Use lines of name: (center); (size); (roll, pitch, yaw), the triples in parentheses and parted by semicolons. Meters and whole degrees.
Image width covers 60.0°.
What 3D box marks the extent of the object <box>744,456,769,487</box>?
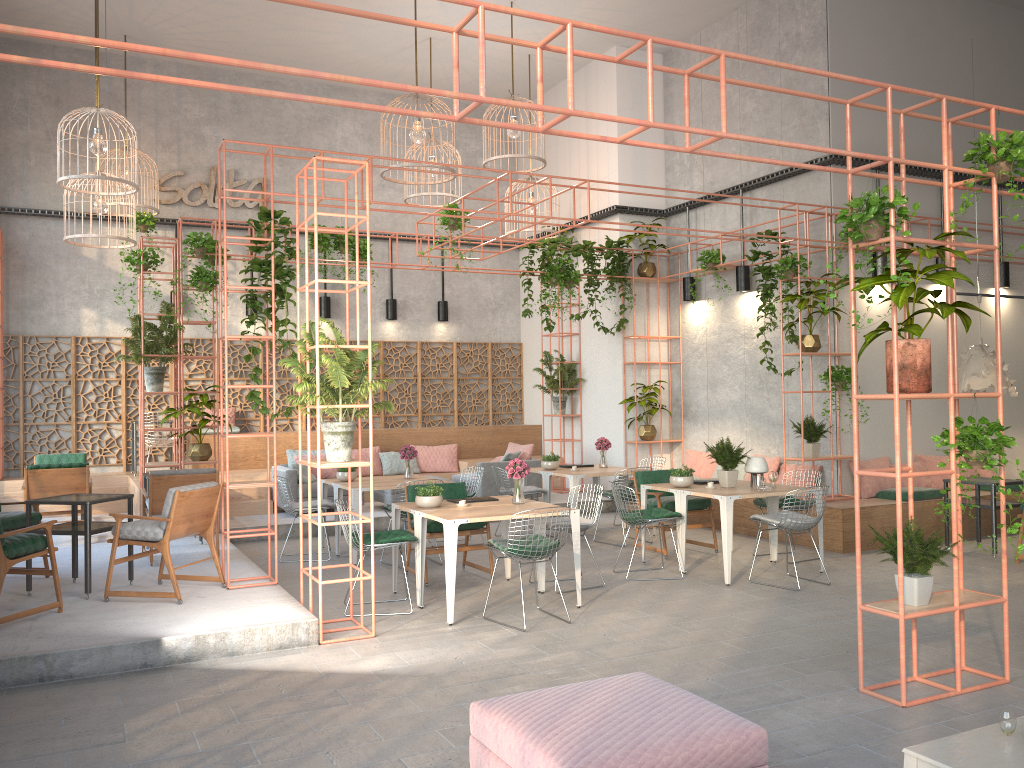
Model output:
object: (2.510, 0.903, 9.103); (0.241, 0.313, 0.241); (-1, -1, 19)

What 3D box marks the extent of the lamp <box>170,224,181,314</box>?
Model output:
lamp: (-5.354, -1.829, 14.136); (0.185, 1.436, 0.185); (-1, -1, 15)

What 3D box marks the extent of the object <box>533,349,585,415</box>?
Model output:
object: (0.784, -0.031, 15.022); (0.900, 1.097, 0.894); (-1, -1, 3)

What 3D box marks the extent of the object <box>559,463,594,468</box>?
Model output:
object: (0.873, 1.116, 12.098); (0.427, 0.031, 0.268); (0, -1, -26)

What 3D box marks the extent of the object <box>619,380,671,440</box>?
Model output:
object: (2.037, 0.408, 13.705); (0.903, 0.919, 0.934); (-2, -1, 35)

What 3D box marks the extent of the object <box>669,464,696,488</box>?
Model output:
object: (1.750, 0.941, 9.147); (0.254, 0.247, 0.248); (0, -1, -26)

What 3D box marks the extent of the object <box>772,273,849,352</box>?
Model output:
object: (3.533, -0.847, 10.584); (0.903, 0.947, 0.934); (-1, -1, 25)

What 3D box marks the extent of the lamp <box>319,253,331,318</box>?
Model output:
lamp: (-3.210, -1.845, 15.191); (0.185, 1.436, 0.185); (-1, -1, 15)

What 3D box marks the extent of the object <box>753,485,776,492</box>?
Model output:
object: (2.458, 1.019, 8.649); (0.218, 0.041, 0.218); (-1, -1, -18)

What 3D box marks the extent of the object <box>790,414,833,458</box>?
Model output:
object: (3.586, 0.622, 10.686); (0.368, 0.527, 0.438); (0, -1, -26)

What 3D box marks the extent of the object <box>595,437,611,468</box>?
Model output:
object: (1.216, 0.915, 11.849); (0.225, 0.414, 0.213); (0, -1, -34)

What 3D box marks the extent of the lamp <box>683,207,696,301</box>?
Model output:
lamp: (2.685, -1.978, 13.478); (0.185, 1.425, 0.179); (0, -1, -26)

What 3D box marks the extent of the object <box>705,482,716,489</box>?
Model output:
object: (2.010, 1.021, 8.976); (0.115, 0.078, 0.115); (-1, -1, -21)

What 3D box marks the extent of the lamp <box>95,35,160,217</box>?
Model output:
lamp: (-5.753, -4.309, 13.241); (0.883, 3.476, 0.883); (-1, -1, 26)

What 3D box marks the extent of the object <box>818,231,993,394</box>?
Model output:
object: (2.304, -0.418, 5.217); (0.924, 0.946, 0.923); (-2, -1, 30)

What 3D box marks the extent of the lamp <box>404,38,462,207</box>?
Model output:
lamp: (-1.225, -4.511, 13.518); (0.883, 3.476, 0.883); (-1, -1, 26)

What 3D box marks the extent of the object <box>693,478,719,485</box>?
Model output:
object: (2.119, 1.050, 9.566); (0.427, 0.031, 0.268); (0, -1, -26)

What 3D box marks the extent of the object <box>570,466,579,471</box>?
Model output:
object: (0.803, 1.085, 11.429); (0.115, 0.078, 0.115); (-1, -1, -21)

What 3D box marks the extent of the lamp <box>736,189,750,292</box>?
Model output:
lamp: (3.218, -2.007, 12.395); (0.185, 1.425, 0.179); (0, -1, -26)

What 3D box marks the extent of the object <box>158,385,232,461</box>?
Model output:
object: (-3.848, 0.477, 10.751); (0.903, 0.923, 0.934); (-2, -1, 30)

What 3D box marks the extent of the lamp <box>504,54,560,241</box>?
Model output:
lamp: (0.299, -4.105, 14.231); (0.883, 3.476, 0.883); (-1, -1, 26)

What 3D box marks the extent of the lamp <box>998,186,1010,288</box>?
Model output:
lamp: (6.872, -2.065, 12.460); (0.179, 1.425, 0.185); (0, -1, -26)

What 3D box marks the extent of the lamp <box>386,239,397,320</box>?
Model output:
lamp: (-2.143, -1.853, 15.716); (0.185, 1.436, 0.185); (-1, -1, 15)

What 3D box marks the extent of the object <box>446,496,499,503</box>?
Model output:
object: (-0.370, 1.093, 8.320); (0.427, 0.031, 0.268); (0, -1, -26)

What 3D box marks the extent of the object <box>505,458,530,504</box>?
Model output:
object: (0.051, 0.877, 8.009); (0.225, 0.414, 0.213); (0, -1, -34)

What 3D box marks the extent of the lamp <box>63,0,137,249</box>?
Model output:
lamp: (-5.516, -3.618, 11.863); (0.883, 3.476, 0.883); (-1, -1, 26)

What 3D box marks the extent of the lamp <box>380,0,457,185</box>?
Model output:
lamp: (-1.112, -4.152, 10.324); (0.883, 3.476, 0.883); (-1, -1, 26)

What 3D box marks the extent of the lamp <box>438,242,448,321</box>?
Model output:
lamp: (-1.265, -1.860, 16.148); (0.179, 1.436, 0.185); (0, -1, -26)

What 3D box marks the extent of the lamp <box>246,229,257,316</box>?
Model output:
lamp: (-4.309, -1.837, 14.650); (0.185, 1.436, 0.185); (-1, -1, 15)

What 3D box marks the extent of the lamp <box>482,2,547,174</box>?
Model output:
lamp: (0.008, -4.770, 12.351); (0.883, 3.476, 0.883); (-1, -1, 26)

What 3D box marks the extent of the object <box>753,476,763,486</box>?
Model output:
object: (2.466, 0.984, 8.891); (0.095, 0.119, 0.095); (-1, -1, -2)

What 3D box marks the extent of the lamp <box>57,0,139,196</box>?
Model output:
lamp: (-4.959, -4.084, 10.609); (0.883, 3.476, 0.883); (-1, -1, 26)

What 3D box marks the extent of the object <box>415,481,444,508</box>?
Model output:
object: (-0.738, 0.984, 7.902); (0.252, 0.247, 0.247); (0, -1, -26)

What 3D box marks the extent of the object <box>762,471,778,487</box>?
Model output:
object: (2.642, 0.970, 9.017); (0.210, 0.154, 0.165); (0, -1, -37)

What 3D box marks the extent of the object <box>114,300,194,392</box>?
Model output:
object: (-4.307, -0.451, 10.744); (0.900, 1.101, 0.894); (-1, -1, 28)

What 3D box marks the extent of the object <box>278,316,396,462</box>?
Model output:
object: (-1.359, 0.045, 6.827); (0.900, 1.100, 0.894); (-1, -1, 3)

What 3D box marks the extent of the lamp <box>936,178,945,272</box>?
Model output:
lamp: (5.798, -2.057, 11.931); (0.179, 1.425, 0.185); (0, -1, -26)

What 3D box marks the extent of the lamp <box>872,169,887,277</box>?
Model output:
lamp: (4.713, -2.049, 11.397); (0.179, 1.425, 0.185); (0, -1, -26)

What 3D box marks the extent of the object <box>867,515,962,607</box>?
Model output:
object: (2.377, 1.049, 5.293); (0.368, 0.527, 0.438); (0, -1, -26)

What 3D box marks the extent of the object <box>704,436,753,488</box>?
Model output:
object: (2.184, 0.790, 9.067); (0.368, 0.527, 0.438); (0, -1, -26)

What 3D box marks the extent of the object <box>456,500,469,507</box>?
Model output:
object: (-0.443, 1.064, 7.913); (0.115, 0.073, 0.115); (0, -1, -32)
